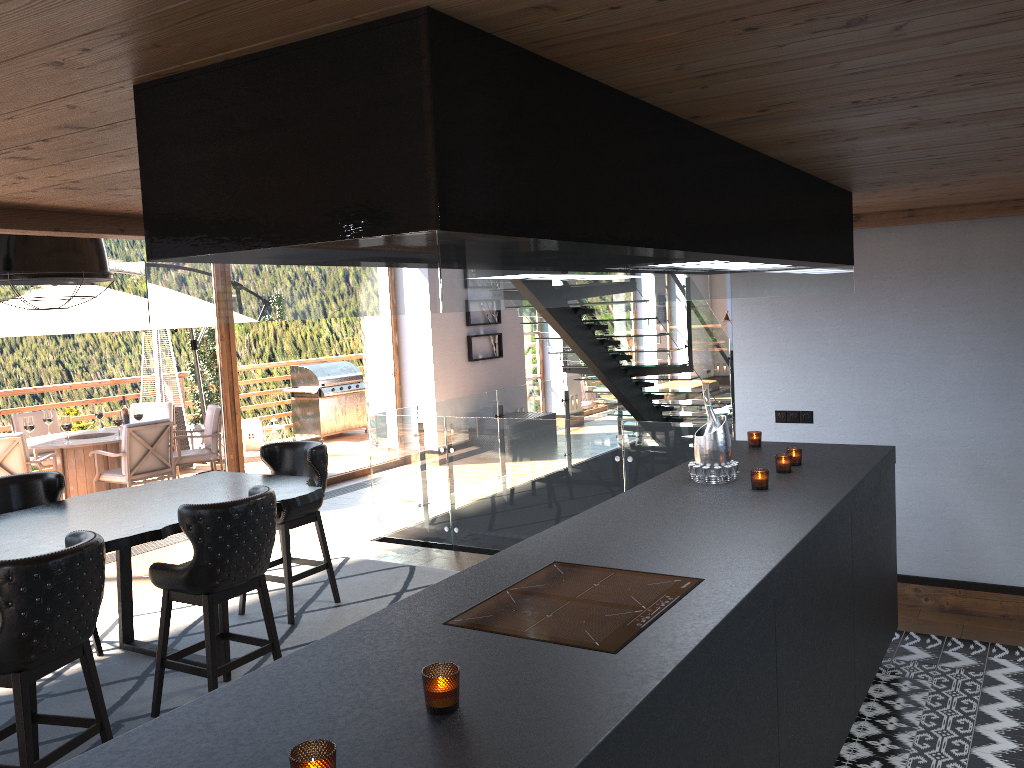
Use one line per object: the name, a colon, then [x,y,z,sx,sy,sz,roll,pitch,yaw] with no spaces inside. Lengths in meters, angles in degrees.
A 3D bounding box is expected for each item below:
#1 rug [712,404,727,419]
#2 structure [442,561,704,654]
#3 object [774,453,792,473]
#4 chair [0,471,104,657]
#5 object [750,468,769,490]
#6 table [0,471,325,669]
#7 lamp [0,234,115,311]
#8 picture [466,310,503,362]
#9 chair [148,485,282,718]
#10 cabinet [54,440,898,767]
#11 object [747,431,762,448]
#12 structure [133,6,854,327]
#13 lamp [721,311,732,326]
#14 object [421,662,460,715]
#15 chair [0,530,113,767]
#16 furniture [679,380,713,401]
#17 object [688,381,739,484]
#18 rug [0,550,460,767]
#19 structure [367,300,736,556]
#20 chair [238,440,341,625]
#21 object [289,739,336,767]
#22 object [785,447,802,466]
rug: [4.012,0.430,15.164,3.767,0.053,2.460,0,6,32]
structure: [0.189,0.610,2.464,0.499,0.017,0.617,0,6,31]
object: [1.261,0.369,4.116,0.079,0.081,0.079,-3,4,-4]
chair: [-2.780,1.089,5.123,0.561,1.091,0.510,1,6,40]
object: [1.059,0.407,3.787,0.079,0.081,0.079,-3,4,-4]
table: [-2.500,1.239,4.144,1.414,0.949,3.841,0,6,31]
lamp: [-2.411,-2.699,4.216,0.625,4.680,0.618,-4,4,-14]
picture: [-0.383,-0.986,12.020,0.058,1.311,0.783,0,5,32]
chair: [-1.421,1.077,4.367,0.562,1.091,0.510,0,5,30]
cabinet: [0.411,1.109,2.888,0.879,1.102,4.857,0,5,32]
object: [1.330,0.303,4.859,0.080,0.081,0.078,-5,5,-24]
structure: [0.437,-0.507,2.929,0.703,0.476,3.288,0,6,32]
lamp: [4.739,-0.816,18.594,1.338,1.897,0.521,-6,5,-38]
object: [-0.145,0.630,1.832,0.080,0.081,0.079,-4,5,-14]
chair: [-1.887,1.171,3.515,0.565,1.091,0.508,-2,4,15]
furniture: [3.009,0.217,15.982,1.163,0.436,2.792,0,6,32]
object: [0.904,0.210,4.005,0.223,0.452,0.227,0,5,31]
rug: [-2.255,1.661,4.423,2.524,0.047,5.697,0,6,31]
structure: [-1.258,0.786,9.672,9.112,6.392,11.154,0,5,31]
chair: [-1.474,0.953,5.861,0.499,1.091,0.575,0,5,30]
object: [-0.339,0.666,1.517,0.080,0.081,0.079,-4,5,-14]
object: [1.361,0.350,4.278,0.079,0.081,0.079,-3,4,-4]
